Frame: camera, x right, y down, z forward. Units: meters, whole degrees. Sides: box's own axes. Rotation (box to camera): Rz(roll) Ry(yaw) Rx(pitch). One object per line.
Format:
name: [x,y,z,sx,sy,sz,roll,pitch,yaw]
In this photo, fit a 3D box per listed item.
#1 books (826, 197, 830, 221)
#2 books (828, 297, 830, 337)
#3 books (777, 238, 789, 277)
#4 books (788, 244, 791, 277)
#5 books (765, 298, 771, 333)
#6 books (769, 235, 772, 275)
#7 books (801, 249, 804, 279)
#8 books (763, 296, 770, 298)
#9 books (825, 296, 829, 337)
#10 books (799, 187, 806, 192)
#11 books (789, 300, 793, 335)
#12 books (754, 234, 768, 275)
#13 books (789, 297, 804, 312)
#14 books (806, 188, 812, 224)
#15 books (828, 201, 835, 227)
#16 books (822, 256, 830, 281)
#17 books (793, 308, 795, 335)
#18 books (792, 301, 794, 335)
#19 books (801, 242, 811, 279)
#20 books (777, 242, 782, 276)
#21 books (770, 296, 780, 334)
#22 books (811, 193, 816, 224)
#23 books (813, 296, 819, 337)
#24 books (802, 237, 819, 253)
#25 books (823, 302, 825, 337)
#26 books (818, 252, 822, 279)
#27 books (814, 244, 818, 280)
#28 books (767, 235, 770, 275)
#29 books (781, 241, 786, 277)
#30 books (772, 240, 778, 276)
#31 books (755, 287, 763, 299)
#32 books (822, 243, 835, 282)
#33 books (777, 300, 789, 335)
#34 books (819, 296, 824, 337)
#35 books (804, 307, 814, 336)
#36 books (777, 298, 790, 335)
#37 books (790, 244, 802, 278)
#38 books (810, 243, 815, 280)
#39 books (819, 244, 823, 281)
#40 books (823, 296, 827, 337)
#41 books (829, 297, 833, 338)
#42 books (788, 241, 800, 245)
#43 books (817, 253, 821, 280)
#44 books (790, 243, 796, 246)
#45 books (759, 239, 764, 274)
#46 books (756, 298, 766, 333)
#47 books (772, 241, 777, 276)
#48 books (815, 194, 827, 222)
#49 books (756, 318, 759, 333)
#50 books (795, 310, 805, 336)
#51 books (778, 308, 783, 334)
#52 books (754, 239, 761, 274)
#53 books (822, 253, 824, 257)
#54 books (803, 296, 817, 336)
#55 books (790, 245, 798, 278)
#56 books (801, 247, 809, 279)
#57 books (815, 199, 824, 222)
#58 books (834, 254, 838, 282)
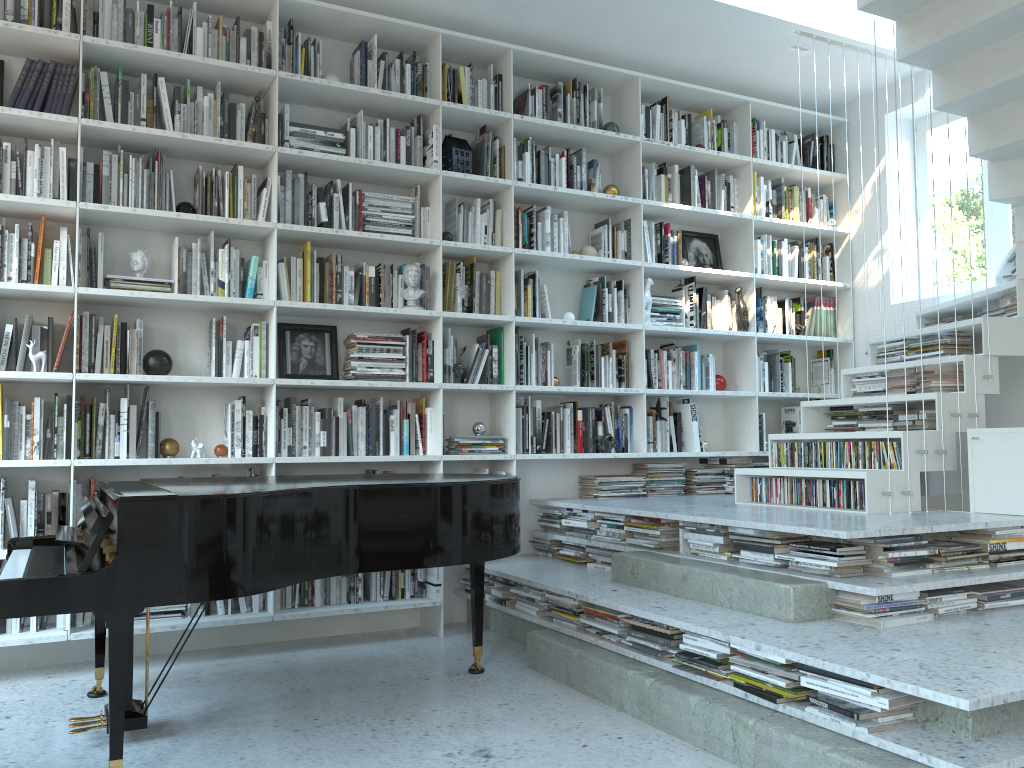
books: [2.110,-1.140,6.078,0.040,0.246,0.160,1,-4,-27]
books: [2.084,-0.432,6.007,0.018,0.293,0.169,1,-4,-27]
books: [1.755,-0.804,5.866,0.030,0.283,0.166,1,-4,-27]
books: [1.793,-0.787,5.900,0.012,0.254,0.161,1,-4,-27]
books: [1.607,-0.422,5.757,0.026,0.245,0.181,1,-4,-27]
books: [1.639,-0.812,5.805,0.012,0.292,0.165,1,-4,-27]
books: [1.899,-0.775,5.960,0.028,0.237,0.146,1,-4,-27]
books: [1.623,-0.431,5.779,0.022,0.265,0.157,1,-4,-27]
books: [2.070,-0.433,5.995,0.018,0.293,0.169,1,-4,-27]
books: [1.934,-1.168,5.999,0.011,0.294,0.151,1,-4,-27]
books: [1.796,-0.419,5.878,0.012,0.254,0.161,1,-4,-27]
books: [1.589,-0.811,5.763,0.014,0.285,0.185,1,-4,-27]
books: [1.872,-0.429,5.910,0.026,0.277,0.170,1,-4,-27]
books: [1.954,-1.165,5.997,0.023,0.287,0.163,1,-4,-27]
books: [2.141,-1.126,6.072,0.011,0.216,0.170,1,-4,-27]
books: [2.074,-0.751,6.017,0.029,0.195,0.192,1,-4,-27]
books: [1.827,-0.394,5.900,0.014,0.207,0.138,1,-4,-27]
books: [1.811,-0.416,5.890,0.025,0.248,0.134,1,-4,-27]
books: [1.948,-0.798,5.964,0.012,0.283,0.151,1,-4,-27]
books: [1.712,-0.793,5.841,0.024,0.259,0.156,1,-4,-27]
books: [1.664,-0.429,5.785,0.056,0.261,0.176,1,-4,-27]
books: [1.998,-1.148,6.013,0.070,0.254,0.154,1,-4,-27]
books: [1.998,-0.435,5.963,0.033,0.294,0.169,1,-4,-27]
books: [2.032,-0.818,6.028,0.013,0.330,0.140,1,-4,-27]
books: [2.036,-0.434,5.983,0.018,0.293,0.169,1,-4,-27]
books: [2.023,-0.764,6.002,0.025,0.220,0.177,1,-4,-27]
books: [1.980,-0.790,5.973,0.028,0.268,0.173,1,-4,-27]
books: [1.618,-0.813,5.807,0.022,0.297,0.162,1,-4,-27]
books: [1.734,-0.794,5.849,0.022,0.262,0.172,1,-4,-27]
books: [1.686,-0.799,5.838,0.025,0.270,0.152,1,-4,-27]
books: [1.581,-0.459,5.768,0.012,0.322,0.141,1,-4,-27]
books: [2.120,-0.798,6.049,0.042,0.292,0.186,1,-4,-27]
books: [1.743,-0.419,5.831,0.022,0.247,0.181,1,-4,-27]
books: [2.026,-0.435,5.962,0.018,0.293,0.169,1,-4,-27]
books: [1.929,-0.395,5.924,0.088,0.217,0.167,1,-4,-27]
books: [1.760,-0.423,5.852,0.029,0.259,0.171,1,-4,-27]
books: [1.855,-0.788,5.916,0.023,0.258,0.184,1,-4,-27]
books: [1.961,-0.795,5.967,0.013,0.277,0.188,1,-4,-27]
books: [2.048,-0.794,6.025,0.013,0.283,0.149,1,-4,-27]
books: [2.052,-0.433,5.991,0.018,0.293,0.169,1,-4,-27]
books: [2.103,-0.432,6.011,0.018,0.293,0.169,1,-4,-27]
books: [1.876,-0.803,5.949,0.024,0.291,0.132,1,-4,-27]
books: [2.005,-0.761,5.982,0.025,0.211,0.188,1,-4,-27]
books: [1.859,-0.794,5.945,0.010,0.273,0.130,1,-4,-27]
books: [1.565,-0.796,5.766,0.026,0.256,0.173,1,-4,-27]
books: [1.574,-0.422,5.742,0.022,0.243,0.171,1,-4,-27]
books: [1.673,-0.794,5.822,0.013,0.260,0.158,1,-4,-27]
books: [2.079,-1.147,6.063,0.029,0.258,0.163,1,-4,-27]
books: [1.523,-0.418,5.746,0.066,0.236,0.144,1,-4,-27]
books: [1.863,-0.384,5.872,0.024,0.181,0.191,1,-4,-27]
books: [1.699,-0.392,5.801,0.023,0.189,0.169,1,-4,-27]
books: [1.538,-0.793,5.739,0.023,0.247,0.182,1,-4,-27]
books: [2.082,-0.766,6.061,0.024,0.230,0.131,1,-4,-27]
books: [1.964,-0.433,5.946,0.072,0.291,0.169,1,-4,-27]
books: [1.827,-0.783,5.895,0.045,0.245,0.177,1,-4,-27]
books: [1.927,-0.783,5.963,0.025,0.252,0.160,1,-4,-27]
books: [2.040,-1.126,6.031,0.023,0.213,0.181,1,-4,-27]
books: [2.148,-0.760,6.062,0.021,0.219,0.184,1,-4,-27]
